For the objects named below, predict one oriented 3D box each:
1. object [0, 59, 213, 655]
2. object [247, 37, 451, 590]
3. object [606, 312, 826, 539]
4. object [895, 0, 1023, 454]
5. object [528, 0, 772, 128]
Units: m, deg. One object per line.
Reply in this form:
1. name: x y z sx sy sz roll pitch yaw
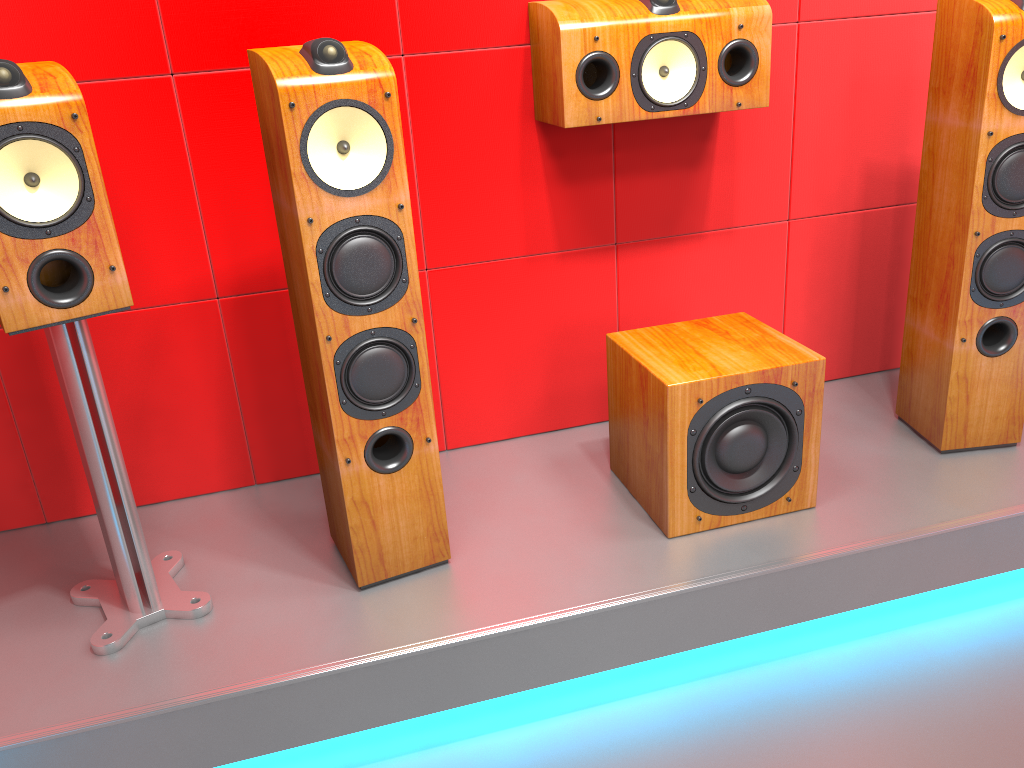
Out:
1. object: -0.801 -0.035 1.630 0.231 1.058 0.265 -18 26 -31
2. object: -0.304 -0.117 1.742 0.203 1.052 0.238 -14 24 -22
3. object: 0.453 0.080 2.034 0.360 0.360 0.360 -10 23 -12
4. object: 1.102 -0.362 2.078 0.203 1.052 0.238 -6 22 -3
5. object: 0.313 -0.758 2.028 0.493 0.271 0.235 -10 23 -12
